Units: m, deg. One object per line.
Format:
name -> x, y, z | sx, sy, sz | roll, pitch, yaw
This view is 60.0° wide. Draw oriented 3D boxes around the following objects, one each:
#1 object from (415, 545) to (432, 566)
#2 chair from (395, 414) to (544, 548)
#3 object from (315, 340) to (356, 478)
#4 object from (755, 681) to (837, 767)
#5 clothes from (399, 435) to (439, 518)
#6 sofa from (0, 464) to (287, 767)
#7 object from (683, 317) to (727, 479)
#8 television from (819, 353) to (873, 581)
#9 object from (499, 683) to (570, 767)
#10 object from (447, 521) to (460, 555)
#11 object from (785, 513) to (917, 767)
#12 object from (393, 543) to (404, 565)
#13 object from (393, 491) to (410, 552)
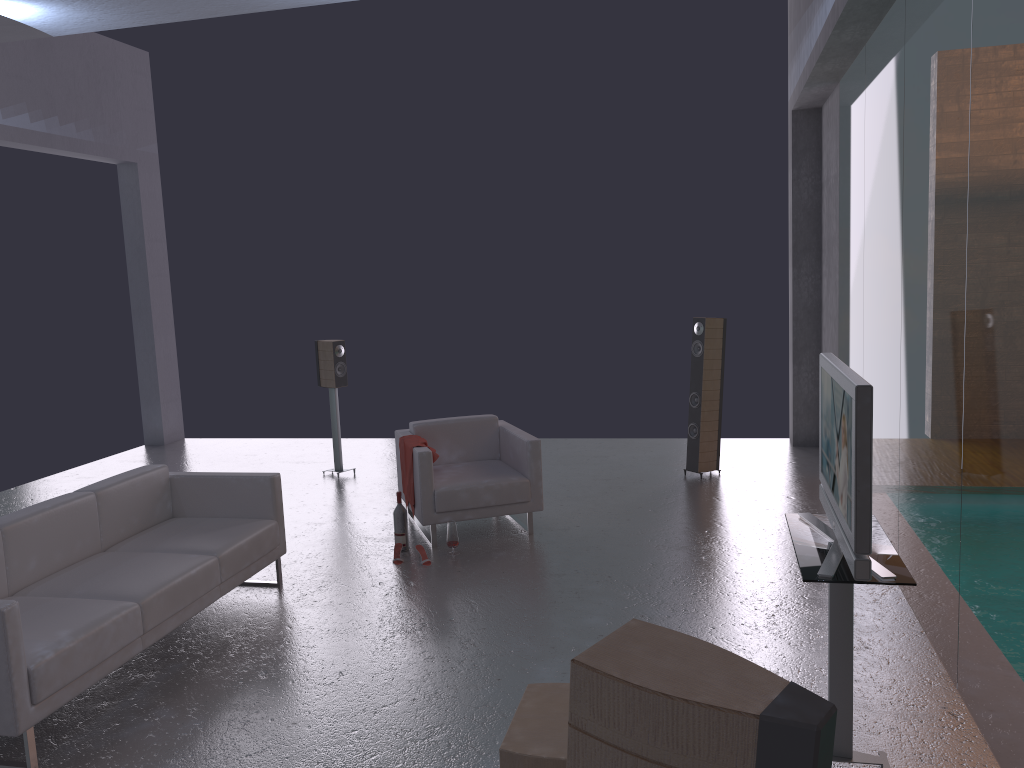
object -> -0.614, 1.192, 6.173 | 0.079, 0.087, 0.235 | -5, 8, -20
chair -> -0.357, 0.713, 6.985 | 0.936, 0.808, 1.026 | -5, 8, -17
object -> -1.791, 0.240, 8.911 | 0.333, 1.363, 0.243 | 5, 10, 44
object -> 0.236, 1.092, 1.288 | 0.444, 1.469, 0.244 | 3, 9, 38
clothes -> -0.700, 0.716, 6.808 | 0.254, 0.604, 0.574 | -5, 8, -17
sofa -> -2.235, 1.069, 4.824 | 1.026, 0.824, 2.353 | -1, 8, 13
object -> 1.821, 0.113, 8.234 | 0.444, 1.473, 0.244 | -7, 9, -32
television -> 1.237, 0.254, 3.323 | 0.054, 0.644, 1.000 | -1, 8, 13
object -> 0.290, 1.370, 3.051 | 0.604, 0.459, 0.514 | -1, 8, 13
object -> -0.423, 1.093, 6.307 | 0.091, 0.233, 0.091 | 4, 10, 40
object -> 1.272, 1.026, 3.420 | 0.360, 0.958, 0.818 | -1, 8, 13
object -> -0.803, 1.193, 6.226 | 0.079, 0.087, 0.235 | -4, 8, -9
object -> -0.806, 0.992, 6.419 | 0.109, 0.435, 0.109 | 4, 10, 40
